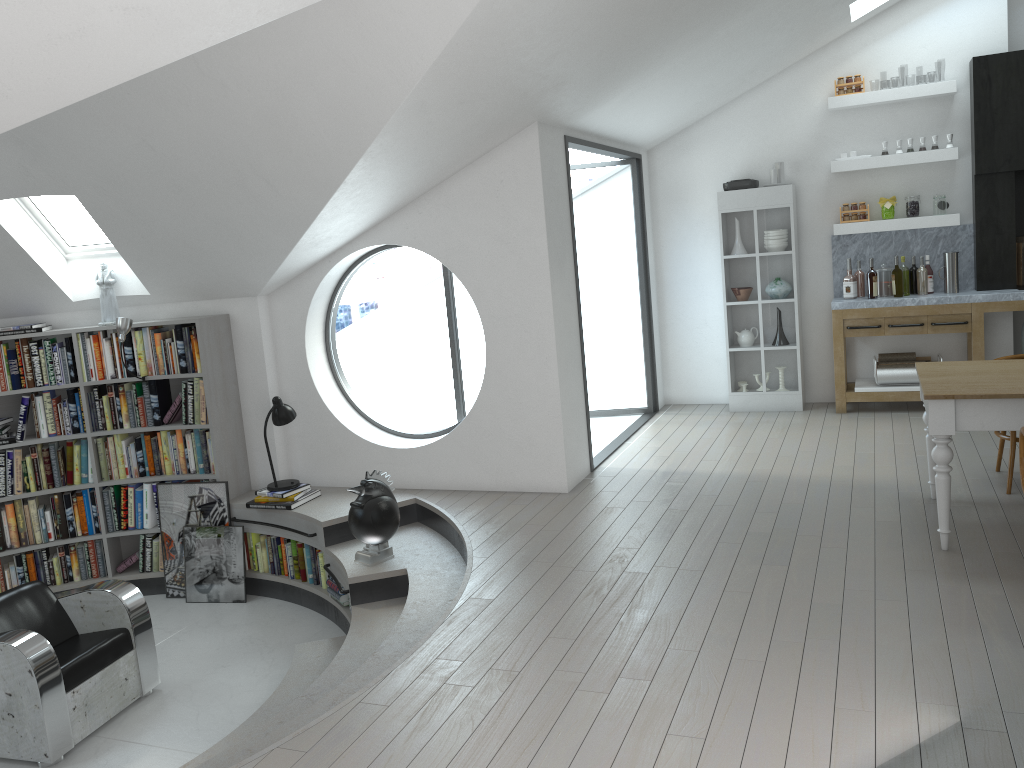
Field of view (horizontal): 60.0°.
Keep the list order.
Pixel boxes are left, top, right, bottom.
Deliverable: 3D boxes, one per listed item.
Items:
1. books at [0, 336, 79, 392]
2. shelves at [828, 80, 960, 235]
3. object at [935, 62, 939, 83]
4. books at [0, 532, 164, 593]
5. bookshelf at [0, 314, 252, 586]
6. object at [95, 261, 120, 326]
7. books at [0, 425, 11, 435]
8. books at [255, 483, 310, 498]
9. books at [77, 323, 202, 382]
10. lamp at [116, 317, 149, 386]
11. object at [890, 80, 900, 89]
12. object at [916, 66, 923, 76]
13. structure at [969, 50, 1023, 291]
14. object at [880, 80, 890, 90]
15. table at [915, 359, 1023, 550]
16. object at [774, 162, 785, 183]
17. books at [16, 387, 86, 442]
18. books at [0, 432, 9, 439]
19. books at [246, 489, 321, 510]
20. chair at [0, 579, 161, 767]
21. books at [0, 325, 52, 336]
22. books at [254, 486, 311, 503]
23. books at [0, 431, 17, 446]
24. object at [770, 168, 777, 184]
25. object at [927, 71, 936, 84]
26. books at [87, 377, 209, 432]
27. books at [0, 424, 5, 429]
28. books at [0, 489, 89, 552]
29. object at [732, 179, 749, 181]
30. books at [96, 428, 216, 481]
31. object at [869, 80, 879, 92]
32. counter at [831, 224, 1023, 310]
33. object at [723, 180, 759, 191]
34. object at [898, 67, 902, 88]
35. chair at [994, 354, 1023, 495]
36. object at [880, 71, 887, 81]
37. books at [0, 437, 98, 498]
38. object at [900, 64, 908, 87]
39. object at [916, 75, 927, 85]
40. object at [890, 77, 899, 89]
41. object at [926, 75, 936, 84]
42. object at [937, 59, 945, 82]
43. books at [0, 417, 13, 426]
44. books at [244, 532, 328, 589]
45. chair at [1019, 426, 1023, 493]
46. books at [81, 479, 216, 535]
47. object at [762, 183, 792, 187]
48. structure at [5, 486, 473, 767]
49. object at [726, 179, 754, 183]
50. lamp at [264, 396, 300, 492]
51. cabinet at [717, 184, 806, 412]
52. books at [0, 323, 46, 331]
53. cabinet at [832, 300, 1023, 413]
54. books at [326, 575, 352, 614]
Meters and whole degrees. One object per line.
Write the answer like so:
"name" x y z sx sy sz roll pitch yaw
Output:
"books" -3.668 -0.139 6.420 0.971 0.366 0.306 -9 9 -24
"shelves" 5.452 -1.912 6.987 5.547 1.357 0.482 -2 8 17
"object" 3.523 -2.568 7.324 0.054 0.178 0.054 -5 7 -1
"books" -3.272 1.323 6.662 1.498 0.310 0.360 -7 8 -15
"bookshelf" -3.811 0.804 5.181 2.108 1.873 4.352 -2 9 23
"object" -2.978 -0.667 6.523 0.179 0.471 0.179 -1 9 32
"books" -3.830 0.354 6.440 0.286 0.031 0.270 -8 9 -17
"books" -1.646 0.760 6.370 0.286 0.031 0.270 1 10 32
"books" -2.698 -0.247 6.579 1.013 0.361 0.294 -4 8 5
"lamp" -2.701 -0.229 6.358 0.112 0.523 0.276 -3 8 13
"object" 3.230 -2.527 7.501 0.094 0.093 0.094 -11 10 -34
"object" 3.414 -2.569 7.422 0.048 0.169 0.048 -1 8 30
"structure" 4.387 -1.758 7.305 1.075 1.877 0.784 -2 8 23
"object" 3.144 -2.510 7.470 0.077 0.085 0.077 -11 10 -34
"table" 3.749 0.318 4.132 3.347 0.796 1.023 -1 9 23
"object" 2.377 -1.862 7.868 0.072 0.210 0.071 -12 10 -43
"books" -3.402 0.204 6.589 0.554 0.349 0.256 -8 8 -21
"books" -3.827 0.384 6.444 0.286 0.031 0.269 -11 10 -32
"books" -1.640 0.828 6.379 0.388 0.042 0.367 -1 10 22
"chair" -2.544 1.513 4.853 0.741 0.717 0.826 -3 9 17
"books" -3.589 -0.388 6.498 0.336 0.036 0.317 -7 9 -15
"books" -1.643 0.792 6.374 0.304 0.034 0.287 -3 9 13
"books" -3.824 0.417 6.448 0.388 0.042 0.366 -10 10 -27
"object" 2.300 -1.836 7.798 0.054 0.195 0.054 -12 10 -42
"object" 3.461 -2.519 7.307 0.071 0.098 0.071 -7 8 -13
"books" -2.653 0.131 6.624 1.052 0.357 0.280 -4 8 8
"books" -3.832 0.323 6.436 0.227 0.036 0.214 -8 9 -17
"books" -3.582 0.998 6.554 0.873 0.349 0.272 -9 9 -26
"object" 2.057 -1.772 7.958 0.170 0.119 0.171 -2 9 23
"books" -2.612 0.508 6.678 1.020 0.346 0.277 -4 8 8
"object" 3.079 -2.523 7.528 0.082 0.105 0.082 -6 8 -9
"counter" 5.909 -1.093 6.689 6.572 0.617 0.966 -1 9 23
"object" 2.059 -1.753 7.961 0.298 0.119 0.300 -1 9 23
"object" 3.267 -2.562 7.430 0.054 0.178 0.054 -5 7 -1
"chair" 3.157 0.224 5.301 0.527 0.732 0.624 -2 9 23
"object" 3.158 -2.563 7.528 0.048 0.169 0.048 -1 8 30
"books" -3.534 0.610 6.532 0.975 0.351 0.252 -9 9 -25
"object" 3.260 -2.555 7.367 0.063 0.186 0.063 -6 7 -9
"object" 3.400 -2.516 7.364 0.077 0.085 0.077 -11 10 -34
"object" 3.205 -2.513 7.414 0.071 0.098 0.071 -7 8 -13
"object" 3.486 -2.533 7.395 0.094 0.093 0.094 -11 10 -34
"object" 3.517 -2.562 7.260 0.063 0.186 0.063 -6 7 -9
"books" -3.835 0.292 6.432 0.285 0.031 0.270 -5 9 3
"books" -1.566 1.222 6.354 1.147 0.297 0.273 1 10 37
"chair" 2.471 0.526 3.759 0.527 0.732 0.624 -1 9 26
"books" -2.649 0.891 6.719 1.183 0.357 0.305 -5 8 4
"object" 2.347 -1.757 7.846 0.296 0.024 0.151 -13 12 -43
"structure" -2.471 1.529 4.749 4.716 0.690 4.721 -9 10 -22
"object" 2.058 -1.762 7.960 0.238 0.119 0.239 -2 9 23
"lamp" -1.657 0.415 6.358 0.233 0.658 0.324 1 9 38
"cabinet" 2.269 -0.764 8.038 0.641 1.982 0.362 -2 8 22
"books" -3.592 -0.416 6.495 0.247 0.027 0.234 -6 9 -5
"cabinet" 5.905 -0.281 6.800 6.425 1.018 1.008 -1 9 23
"books" -0.973 1.351 5.618 0.240 0.167 0.666 -9 10 -26
